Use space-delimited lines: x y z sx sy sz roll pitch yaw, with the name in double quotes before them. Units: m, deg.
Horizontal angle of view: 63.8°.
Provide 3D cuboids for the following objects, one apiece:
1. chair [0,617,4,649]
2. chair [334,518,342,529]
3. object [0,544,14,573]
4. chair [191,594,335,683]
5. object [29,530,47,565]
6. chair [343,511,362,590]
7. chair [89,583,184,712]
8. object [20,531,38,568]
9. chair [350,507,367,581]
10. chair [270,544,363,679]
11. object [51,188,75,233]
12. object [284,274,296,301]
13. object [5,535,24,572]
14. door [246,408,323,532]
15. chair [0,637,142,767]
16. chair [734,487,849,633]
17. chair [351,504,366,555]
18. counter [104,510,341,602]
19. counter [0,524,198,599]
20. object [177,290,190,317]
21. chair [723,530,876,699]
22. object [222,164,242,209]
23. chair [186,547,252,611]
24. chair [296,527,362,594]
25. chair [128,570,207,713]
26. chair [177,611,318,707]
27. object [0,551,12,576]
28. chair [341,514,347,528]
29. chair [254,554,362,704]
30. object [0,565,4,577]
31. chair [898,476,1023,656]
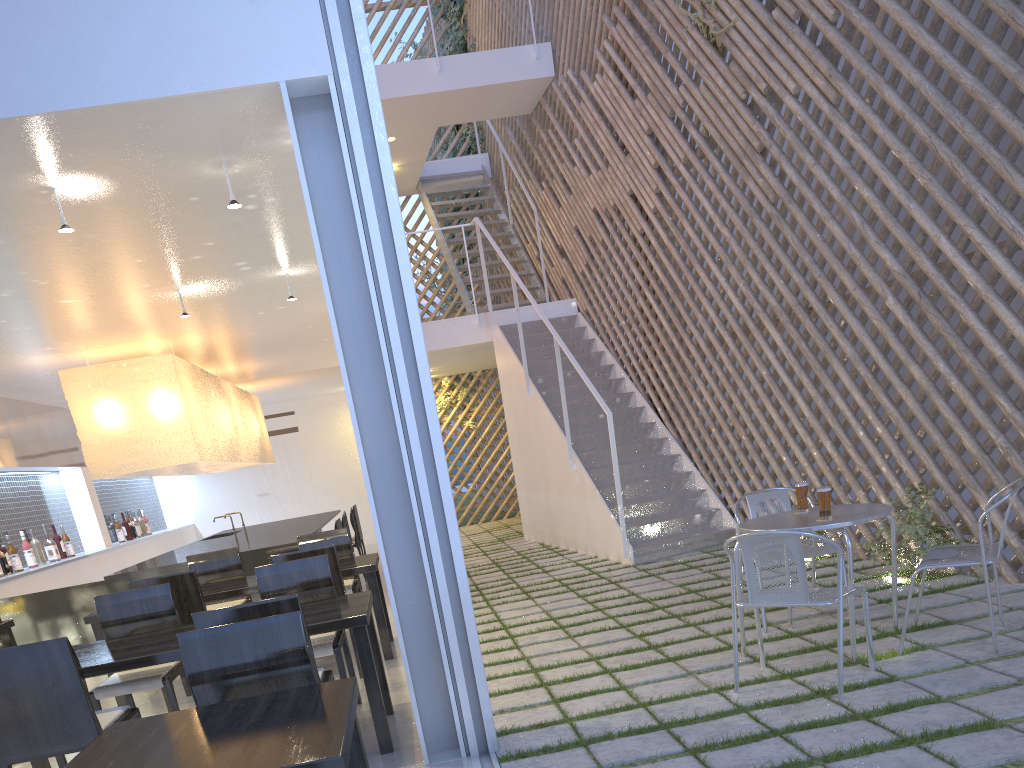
"chair" -1.945 0.981 2.947 0.191 0.466 0.222 -11 12 -7
"chair" -0.878 0.860 3.824 0.239 0.467 0.176 -10 13 -5
"object" -2.235 0.638 2.787 0.066 0.302 2.070 -11 -3 -9
"chair" -0.463 0.628 1.656 0.191 0.466 0.222 -11 12 -7
"object" -2.401 0.826 4.157 0.045 0.198 0.042 3 19 38
"chair" -0.978 0.925 4.467 0.237 0.467 0.178 -11 14 -11
"chair" -0.928 0.740 2.069 0.191 0.466 0.222 -11 12 -7
"object" -2.377 0.812 4.038 0.043 0.198 0.040 -10 15 -6
"chair" -1.006 0.954 4.791 0.238 0.467 0.177 -11 13 -9
"chair" -0.598 0.721 2.594 0.191 0.466 0.222 -11 12 -7
"object" -0.900 -0.347 1.639 0.029 0.084 0.026 -8 14 4
"object" -0.709 -0.309 2.613 0.029 0.084 0.026 -8 14 4
"object" -2.203 0.625 2.717 0.058 0.306 2.343 -11 -4 -8
"door" -2.097 0.699 4.266 0.483 1.230 5.251 -8 -3 4
"chair" -0.864 0.695 1.623 0.191 0.466 0.222 -11 12 -7
"chair" 0.779 0.488 2.348 0.261 0.404 0.231 -10 11 -7
"chair" -1.049 0.985 5.113 0.239 0.467 0.176 -10 13 -4
"counter" -1.406 1.033 4.634 0.808 0.392 2.432 -10 -4 -9
"counter" -2.462 1.232 5.150 0.231 0.452 3.511 -11 -4 -9
"object" -1.037 -0.254 2.585 0.029 0.084 0.026 -8 14 4
"chair" 0.604 0.476 1.766 0.263 0.404 0.230 -1 13 37
"object" -1.469 0.208 2.541 1.657 0.865 1.779 -10 0 -9
"chair" -1.063 0.832 3.007 0.191 0.466 0.222 -11 12 -7
"chair" -0.663 0.765 3.040 0.191 0.466 0.222 -11 12 -7
"chair" -0.999 0.788 2.560 0.191 0.466 0.222 -11 12 -7
"chair" -0.375 0.582 1.235 0.191 0.466 0.222 -11 12 -7
"object" -2.200 0.629 2.746 0.105 0.302 1.996 -11 -4 -7
"chair" -0.921 0.892 4.146 0.238 0.467 0.177 -11 13 -8
"chair" -0.528 0.672 2.103 0.191 0.466 0.222 -11 12 -7
"object" -2.194 0.624 2.702 0.046 0.302 1.925 -11 -3 -9
"chair" 1.035 0.410 1.882 0.250 0.404 0.241 -2 13 32
